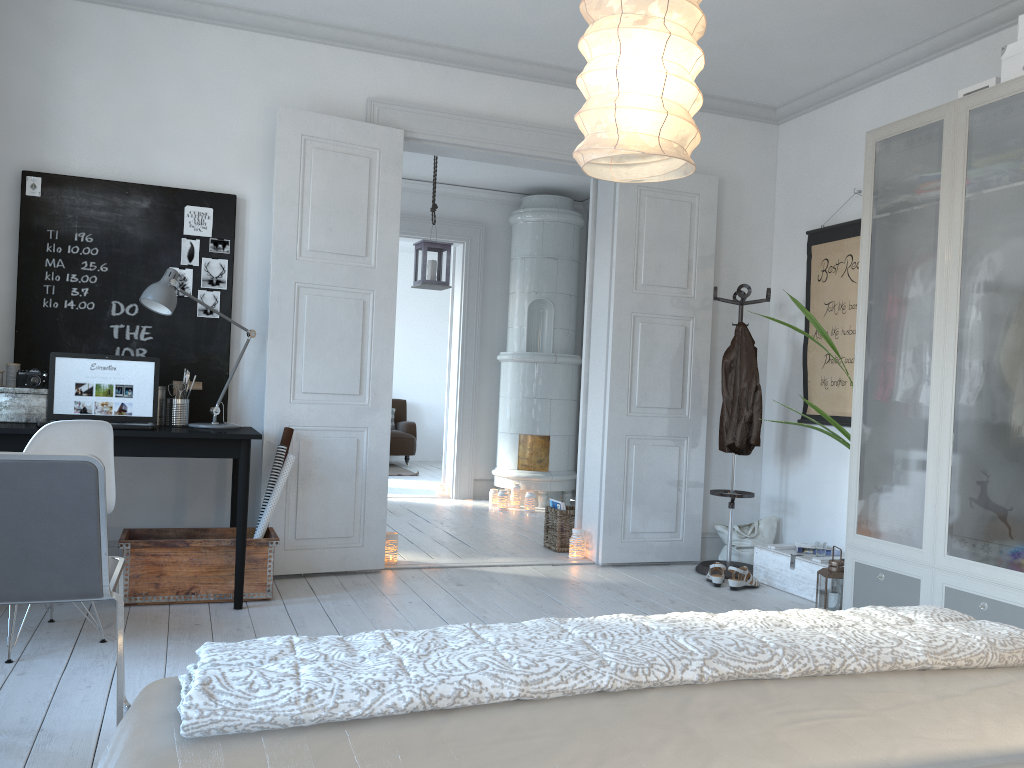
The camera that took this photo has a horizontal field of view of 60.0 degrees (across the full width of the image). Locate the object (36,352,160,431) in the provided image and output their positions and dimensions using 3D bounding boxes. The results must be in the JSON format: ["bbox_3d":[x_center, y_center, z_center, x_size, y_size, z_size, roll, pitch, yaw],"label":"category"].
[{"bbox_3d":[-1.754,0.029,3.788,0.446,0.315,0.325,3,0,-20],"label":"object"}]

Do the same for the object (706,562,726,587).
[{"bbox_3d":[1.117,1.025,4.856,0.099,0.126,0.272,3,0,12],"label":"object"}]

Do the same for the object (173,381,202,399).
[{"bbox_3d":[-1.542,0.092,4.217,0.138,0.209,0.034,3,0,-40],"label":"object"}]

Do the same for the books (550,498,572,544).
[{"bbox_3d":[0.361,0.895,5.699,0.201,0.300,0.179,3,0,-20],"label":"books"}]

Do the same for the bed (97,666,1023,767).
[{"bbox_3d":[0.498,0.492,0.705,1.889,1.046,2.176,3,0,-20],"label":"bed"}]

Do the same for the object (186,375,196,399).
[{"bbox_3d":[-1.528,0.078,4.165,0.084,0.240,0.009,2,1,-43],"label":"object"}]

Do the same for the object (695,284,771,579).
[{"bbox_3d":[1.295,0.268,5.142,0.374,1.658,0.374,3,0,-13],"label":"object"}]

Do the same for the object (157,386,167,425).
[{"bbox_3d":[-1.677,0.104,4.187,0.079,0.188,0.079,2,0,-41],"label":"object"}]

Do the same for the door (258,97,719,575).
[{"bbox_3d":[-0.088,-0.218,5.090,2.599,2.505,0.577,3,0,-20],"label":"door"}]

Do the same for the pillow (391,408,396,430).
[{"bbox_3d":[-1.752,0.442,11.419,0.542,0.288,0.183,3,0,-19],"label":"pillow"}]

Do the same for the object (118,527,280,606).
[{"bbox_3d":[-1.418,0.820,4.024,0.665,0.282,0.339,3,0,-20],"label":"object"}]

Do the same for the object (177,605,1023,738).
[{"bbox_3d":[0.215,0.449,1.498,1.460,0.104,0.405,3,-1,-20],"label":"object"}]

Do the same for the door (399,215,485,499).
[{"bbox_3d":[-1.134,-0.238,7.917,2.599,2.505,0.577,3,0,-20],"label":"door"}]

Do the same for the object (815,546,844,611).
[{"bbox_3d":[1.481,0.923,4.062,0.132,0.352,0.137,3,0,2],"label":"object"}]

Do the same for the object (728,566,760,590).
[{"bbox_3d":[1.251,1.030,4.755,0.099,0.126,0.272,3,0,42],"label":"object"}]

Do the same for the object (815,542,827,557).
[{"bbox_3d":[1.603,0.864,4.603,0.060,0.081,0.060,3,0,35],"label":"object"}]

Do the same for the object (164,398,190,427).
[{"bbox_3d":[-1.569,0.134,4.151,0.108,0.128,0.108,3,0,-5],"label":"object"}]

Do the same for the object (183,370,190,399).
[{"bbox_3d":[-1.546,0.064,4.174,0.012,0.264,0.062,3,0,22],"label":"object"}]

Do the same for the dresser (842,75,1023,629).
[{"bbox_3d":[1.999,0.015,3.253,0.631,2.163,1.432,2,0,-20],"label":"dresser"}]

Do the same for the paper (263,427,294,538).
[{"bbox_3d":[-1.173,0.583,4.278,0.048,0.747,0.297,3,0,25],"label":"paper"}]

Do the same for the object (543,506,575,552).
[{"bbox_3d":[0.372,0.929,5.703,0.270,0.265,0.223,3,0,-20],"label":"object"}]

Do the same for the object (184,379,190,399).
[{"bbox_3d":[-1.541,0.086,4.166,0.009,0.222,0.082,3,0,9],"label":"object"}]

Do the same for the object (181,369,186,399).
[{"bbox_3d":[-1.550,0.061,4.172,0.008,0.267,0.060,3,0,-4],"label":"object"}]

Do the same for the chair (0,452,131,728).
[{"bbox_3d":[-1.269,0.552,2.271,0.562,0.797,0.524,3,0,-20],"label":"chair"}]

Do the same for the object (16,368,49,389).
[{"bbox_3d":[-2.078,-0.025,3.845,0.137,0.087,0.073,3,0,-20],"label":"object"}]

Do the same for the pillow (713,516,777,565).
[{"bbox_3d":[1.424,0.948,5.394,0.317,0.314,0.273,3,0,-19],"label":"pillow"}]

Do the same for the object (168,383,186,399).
[{"bbox_3d":[-1.581,0.093,4.157,0.081,0.198,0.050,3,0,5],"label":"object"}]

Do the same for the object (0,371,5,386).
[{"bbox_3d":[-2.265,-0.024,3.918,0.040,0.069,0.040,3,0,-32],"label":"object"}]

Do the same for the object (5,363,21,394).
[{"bbox_3d":[-2.190,-0.025,3.875,0.056,0.130,0.167,3,0,-22],"label":"object"}]

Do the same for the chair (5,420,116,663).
[{"bbox_3d":[-1.723,0.527,3.222,0.554,0.824,0.474,3,0,35],"label":"chair"}]

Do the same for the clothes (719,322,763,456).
[{"bbox_3d":[1.314,0.027,5.069,0.237,0.770,0.211,3,0,13],"label":"clothes"}]

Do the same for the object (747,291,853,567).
[{"bbox_3d":[1.626,0.326,4.248,1.043,1.554,0.289,3,0,9],"label":"object"}]
